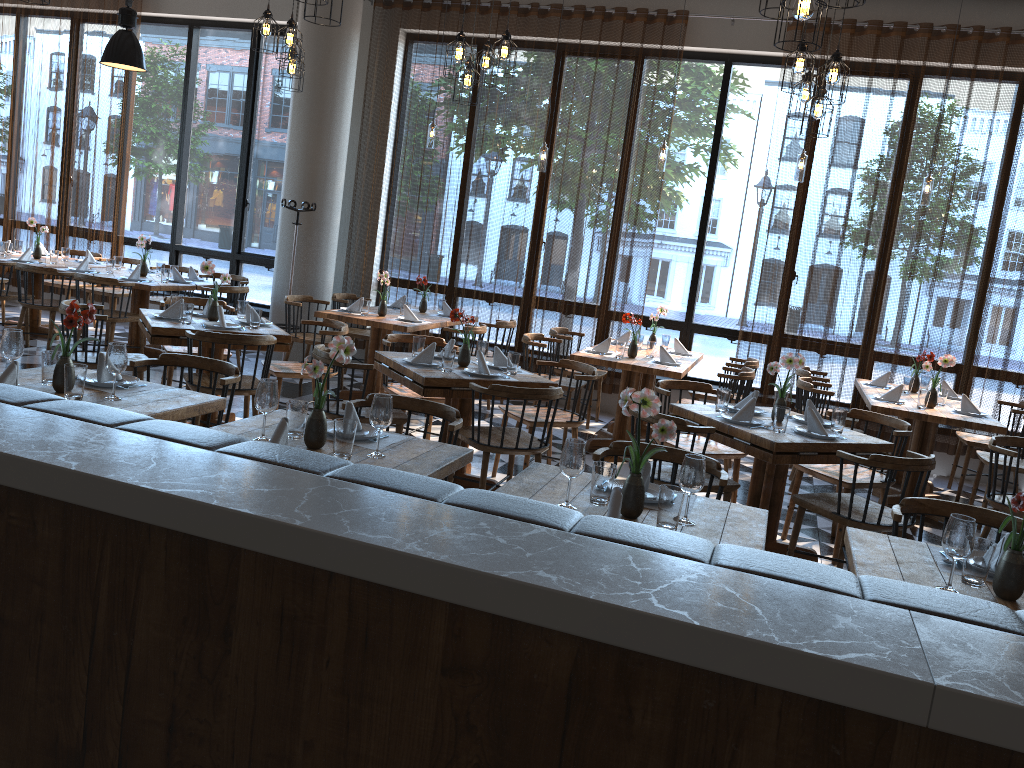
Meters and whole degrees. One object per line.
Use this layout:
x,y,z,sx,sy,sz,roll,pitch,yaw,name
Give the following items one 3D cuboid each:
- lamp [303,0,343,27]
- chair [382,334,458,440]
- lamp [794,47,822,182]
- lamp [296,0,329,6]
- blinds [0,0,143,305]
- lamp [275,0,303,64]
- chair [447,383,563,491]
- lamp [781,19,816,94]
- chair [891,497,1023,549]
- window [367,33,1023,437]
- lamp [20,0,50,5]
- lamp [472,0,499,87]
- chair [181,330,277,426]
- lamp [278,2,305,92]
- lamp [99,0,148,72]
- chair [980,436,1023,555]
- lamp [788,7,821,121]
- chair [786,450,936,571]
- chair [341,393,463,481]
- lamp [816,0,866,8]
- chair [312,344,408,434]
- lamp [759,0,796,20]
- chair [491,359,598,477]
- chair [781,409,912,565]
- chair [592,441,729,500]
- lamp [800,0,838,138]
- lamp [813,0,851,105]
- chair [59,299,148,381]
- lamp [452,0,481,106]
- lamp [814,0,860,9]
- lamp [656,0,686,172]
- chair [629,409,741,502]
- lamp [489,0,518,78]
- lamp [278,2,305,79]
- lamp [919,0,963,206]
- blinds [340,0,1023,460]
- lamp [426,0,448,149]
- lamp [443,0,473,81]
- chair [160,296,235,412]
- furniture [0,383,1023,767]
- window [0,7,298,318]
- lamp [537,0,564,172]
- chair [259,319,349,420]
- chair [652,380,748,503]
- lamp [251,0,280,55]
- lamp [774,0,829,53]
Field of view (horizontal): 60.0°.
-0.762,-2.724,4.061,0.175,2.060,0.176,6,7,-13,lamp
-0.640,0.107,6.015,0.519,0.813,0.553,3,9,-28,chair
2.517,-2.652,7.275,0.078,1.954,0.078,8,7,6,lamp
-0.861,-2.898,4.230,0.176,2.060,0.175,14,10,43,lamp
-5.816,-2.941,10.451,3.204,3.563,0.156,10,7,17,blinds
-1.511,-3.382,6.380,0.175,2.060,0.176,7,7,-9,lamp
-0.053,0.371,4.888,0.519,0.813,0.553,3,9,-28,chair
1.885,-2.820,5.348,0.175,2.060,0.176,9,7,11,lamp
1.549,0.876,3.104,0.520,0.813,0.551,10,8,16,chair
-2.654,-2.164,8.666,15.119,3.149,4.520,6,9,-6,window
-2.368,-3.004,4.474,0.176,2.060,0.175,12,8,34,lamp
-0.075,-3.176,6.283,0.175,2.060,0.175,11,8,24,lamp
-1.753,0.061,5.403,0.519,0.813,0.553,3,9,-28,chair
-1.553,-3.249,6.613,0.175,2.060,0.176,8,7,2,lamp
-3.273,-3.679,7.630,0.390,1.855,0.392,7,7,-6,lamp
2.904,0.753,4.943,0.519,0.813,0.553,3,9,-28,chair
2.039,-2.757,5.699,0.175,2.060,0.176,5,8,-22,lamp
1.704,0.691,4.356,0.519,0.813,0.553,3,9,-28,chair
-0.534,0.497,3.734,0.520,0.813,0.551,10,8,16,chair
1.350,-2.428,3.152,0.175,2.060,0.176,3,8,-33,lamp
-0.914,0.214,5.149,0.549,0.813,0.523,3,9,-28,chair
1.255,-2.552,3.565,0.175,2.060,0.176,6,7,-11,lamp
0.222,0.264,5.755,0.549,0.813,0.523,3,9,-28,chair
1.979,0.584,5.223,0.549,0.813,0.523,3,9,-28,chair
0.508,0.687,3.419,0.520,0.813,0.551,10,8,16,chair
2.052,-2.589,5.497,0.175,2.060,0.176,9,7,11,lamp
2.062,-2.726,5.263,0.175,2.060,0.176,8,7,0,lamp
-2.615,-0.096,5.664,0.549,0.813,0.523,3,9,-28,chair
-0.198,-2.988,6.114,0.176,2.060,0.175,13,9,35,lamp
1.461,-2.573,3.504,0.175,2.060,0.176,8,7,0,lamp
1.420,-2.817,7.610,0.078,1.954,0.078,11,8,24,lamp
0.843,0.534,4.617,0.549,0.813,0.523,3,9,-28,chair
0.061,-3.188,6.116,0.176,2.060,0.175,13,9,35,lamp
-1.598,-3.420,6.807,0.175,2.060,0.176,3,8,-31,lamp
3.440,-2.398,7.002,0.078,1.954,0.078,8,7,2,lamp
1.792,-1.554,8.142,7.279,3.563,0.160,10,7,17,blinds
-0.643,-3.185,8.234,0.078,1.954,0.078,7,7,-8,lamp
-0.243,-3.089,5.886,0.175,2.060,0.176,8,7,2,lamp
-2.340,-0.203,6.530,0.519,0.813,0.553,3,9,-28,chair
-0.380,0.589,2.273,6.599,1.144,1.925,10,9,17,furniture
-4.610,-2.700,10.348,4.975,3.150,0.366,10,7,17,window
0.392,-2.891,7.930,0.078,1.954,0.078,3,8,-33,lamp
-1.479,-0.046,6.269,0.549,0.813,0.523,3,9,-28,chair
1.117,0.427,5.484,0.519,0.813,0.553,3,9,-28,chair
-1.700,-3.474,6.436,0.175,2.060,0.176,8,7,2,lamp
1.261,-2.343,3.374,0.175,2.060,0.176,8,7,0,lamp
